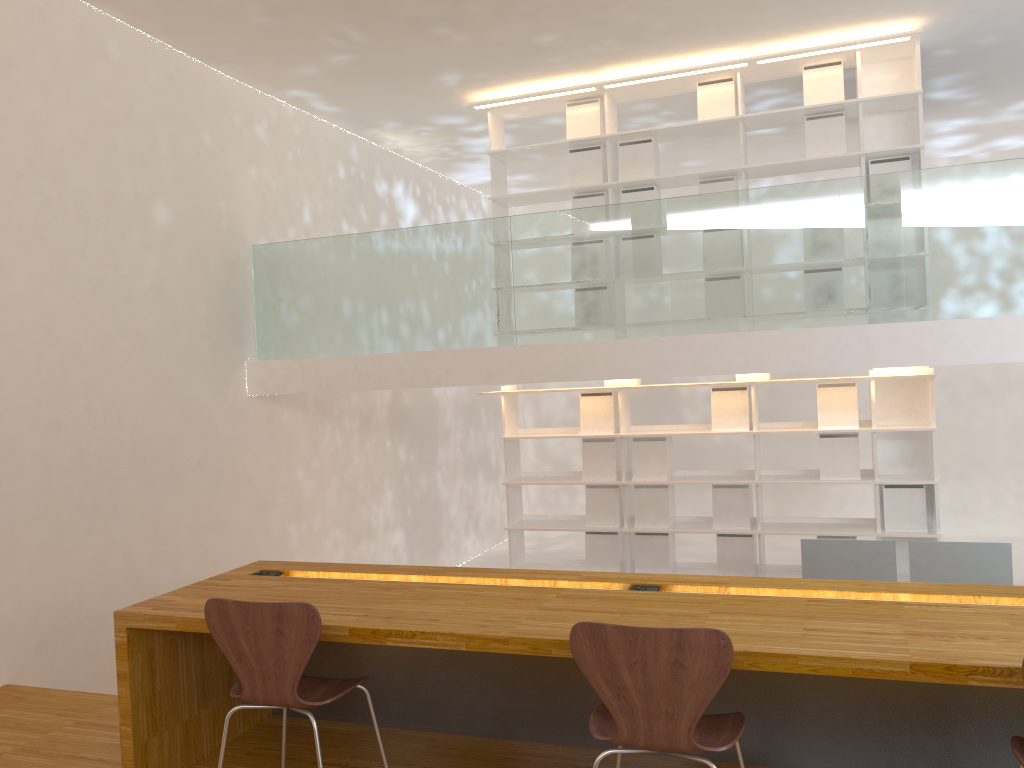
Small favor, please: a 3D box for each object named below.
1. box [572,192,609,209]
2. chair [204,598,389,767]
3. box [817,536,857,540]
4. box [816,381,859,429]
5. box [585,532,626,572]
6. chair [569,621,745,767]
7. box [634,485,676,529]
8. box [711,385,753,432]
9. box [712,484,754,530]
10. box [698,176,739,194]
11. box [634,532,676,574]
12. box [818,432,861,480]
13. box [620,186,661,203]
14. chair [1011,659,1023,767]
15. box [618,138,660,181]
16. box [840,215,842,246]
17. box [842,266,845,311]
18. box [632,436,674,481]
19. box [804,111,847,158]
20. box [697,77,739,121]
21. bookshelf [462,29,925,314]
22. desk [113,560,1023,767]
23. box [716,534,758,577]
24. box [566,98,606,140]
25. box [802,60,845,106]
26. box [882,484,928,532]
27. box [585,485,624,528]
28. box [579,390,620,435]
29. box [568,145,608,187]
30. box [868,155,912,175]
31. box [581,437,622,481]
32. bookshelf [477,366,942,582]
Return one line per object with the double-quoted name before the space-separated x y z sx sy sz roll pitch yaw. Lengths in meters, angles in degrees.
"box" 0.573 -1.201 6.340 0.245 0.296 0.274 -3 1 20
"chair" -0.642 0.952 2.675 0.428 0.693 0.381 -3 1 20
"box" 2.141 1.122 5.835 0.245 0.296 0.274 -3 1 20
"box" 2.131 0.137 5.808 0.245 0.296 0.274 -3 1 20
"box" 0.670 1.187 6.377 0.245 0.296 0.274 -3 1 20
"chair" 0.394 0.907 2.253 0.428 0.693 0.381 -3 1 20
"box" 1.002 0.843 6.244 0.245 0.296 0.274 -3 1 20
"box" 1.494 0.163 6.040 0.245 0.296 0.274 -3 1 20
"box" 1.507 0.821 6.059 0.245 0.296 0.274 -3 1 20
"box" 1.407 -1.237 6.033 0.245 0.296 0.274 -3 1 20
"box" 1.006 1.172 6.253 0.245 0.296 0.274 -3 1 20
"box" 2.146 0.464 5.813 0.245 0.296 0.274 -3 1 20
"box" 0.903 -1.215 6.218 0.245 0.296 0.274 -3 1 20
"chair" 1.304 0.867 1.917 0.428 0.693 0.381 -3 1 20
"box" 0.887 -1.543 6.214 0.245 0.296 0.274 -3 1 20
"box" 2.041 -0.936 5.809 0.245 0.296 0.274 -3 1 20
"box" 2.047 -0.606 5.817 0.245 0.296 0.274 -3 1 20
"box" 0.986 0.516 6.240 0.245 0.296 0.274 -3 1 20
"box" 2.046 -1.594 5.787 0.245 0.296 0.274 -3 1 20
"box" 1.395 -1.895 6.014 0.245 0.296 0.274 -3 1 20
"bookshelf" 1.172 -1.211 6.046 2.984 1.836 0.498 -3 1 20
"desk" 0.488 1.099 2.875 3.236 0.918 1.285 -3 1 20
"box" 1.536 1.149 6.058 0.245 0.296 0.274 -3 1 20
"box" 0.532 -1.856 6.335 0.245 0.296 0.274 -3 1 20
"box" 2.032 -1.921 5.782 0.245 0.296 0.274 -3 1 20
"box" 2.514 0.777 5.687 0.245 0.296 0.274 -3 1 20
"box" 0.672 0.858 6.366 0.245 0.296 0.274 -3 1 20
"box" 0.631 0.202 6.361 0.245 0.296 0.274 -3 1 20
"box" 0.547 -1.529 6.339 0.245 0.296 0.274 -3 1 20
"box" 2.414 -1.281 5.661 0.245 0.296 0.274 -3 1 20
"box" 0.647 0.530 6.365 0.245 0.296 0.274 -3 1 20
"bookshelf" 1.272 0.847 6.072 2.984 1.836 0.498 -3 1 20
